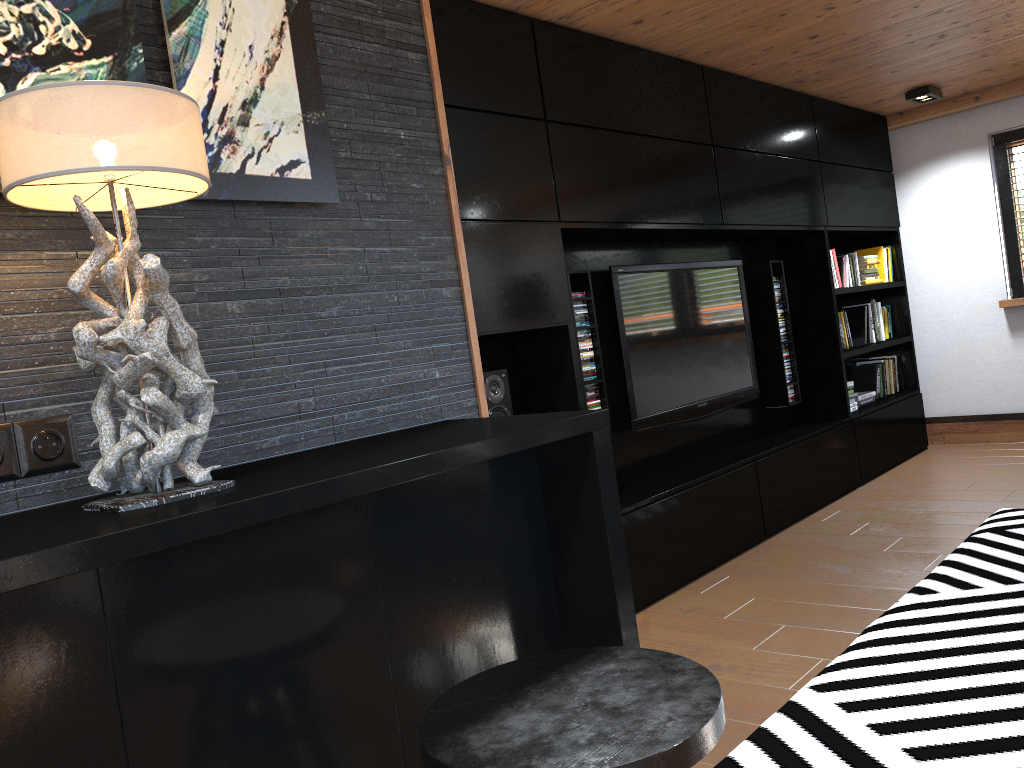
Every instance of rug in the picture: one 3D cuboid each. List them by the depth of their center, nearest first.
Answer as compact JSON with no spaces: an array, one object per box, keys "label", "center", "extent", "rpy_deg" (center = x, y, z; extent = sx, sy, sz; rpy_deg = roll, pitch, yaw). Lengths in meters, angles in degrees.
[{"label":"rug","center":[2.058,0.734,2.784],"extent":[1.640,0.020,2.938],"rpy_deg":[-6,3,42]}]

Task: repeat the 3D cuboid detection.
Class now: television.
[{"label":"television","center":[0.915,-0.219,4.556],"extent":[0.050,0.813,1.269],"rpy_deg":[-7,3,43]}]

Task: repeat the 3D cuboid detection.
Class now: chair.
[{"label":"chair","center":[0.119,0.738,1.075],"extent":[0.388,0.721,0.398],"rpy_deg":[-6,3,42]}]

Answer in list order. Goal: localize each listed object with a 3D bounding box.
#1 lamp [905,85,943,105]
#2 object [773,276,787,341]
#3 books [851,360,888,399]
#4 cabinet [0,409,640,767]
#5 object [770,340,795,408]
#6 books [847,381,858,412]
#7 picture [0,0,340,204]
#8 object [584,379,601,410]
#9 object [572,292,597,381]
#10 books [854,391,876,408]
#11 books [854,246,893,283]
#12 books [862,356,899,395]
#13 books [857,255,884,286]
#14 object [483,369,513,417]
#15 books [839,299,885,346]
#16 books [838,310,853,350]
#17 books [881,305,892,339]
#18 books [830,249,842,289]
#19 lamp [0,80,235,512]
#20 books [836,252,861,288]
[{"label":"lamp","center":[2.621,-1.845,5.641],"extent":[0.153,0.068,0.264],"rpy_deg":[-6,3,42]},{"label":"object","center":[1.504,-0.433,5.201],"extent":[0.123,0.379,0.127],"rpy_deg":[-6,2,42]},{"label":"books","center":[2.502,-0.026,6.213],"extent":[0.204,0.255,0.248],"rpy_deg":[-6,3,41]},{"label":"cabinet","center":[-0.459,0.662,1.118],"extent":[0.424,1.009,1.647],"rpy_deg":[-6,3,42]},{"label":"object","center":[1.557,-0.058,5.213],"extent":[0.123,0.379,0.127],"rpy_deg":[-6,2,42]},{"label":"books","center":[2.042,0.097,5.668],"extent":[0.306,0.188,0.255],"rpy_deg":[-10,3,-41]},{"label":"picture","center":[-0.677,-0.572,1.302],"extent":[0.010,0.593,0.938],"rpy_deg":[-7,3,42]},{"label":"object","center":[0.306,0.178,3.816],"extent":[0.123,0.379,0.127],"rpy_deg":[-6,2,42]},{"label":"object","center":[0.252,-0.197,3.804],"extent":[0.123,0.379,0.127],"rpy_deg":[-6,2,42]},{"label":"books","center":[2.283,0.109,5.942],"extent":[0.269,0.073,0.207],"rpy_deg":[-10,3,-44]},{"label":"books","center":[2.586,-0.838,6.321],"extent":[0.210,0.261,0.213],"rpy_deg":[-6,3,42]},{"label":"books","center":[2.641,-0.056,6.370],"extent":[0.210,0.261,0.255],"rpy_deg":[-6,3,42]},{"label":"books","center":[2.398,-0.774,6.143],"extent":[0.257,0.197,0.299],"rpy_deg":[-6,3,45]},{"label":"object","center":[-0.144,0.096,3.240],"extent":[0.262,0.266,0.158],"rpy_deg":[-6,3,42]},{"label":"books","center":[2.371,-0.418,6.080],"extent":[0.219,0.296,0.349],"rpy_deg":[-6,3,42]},{"label":"books","center":[2.070,-0.350,5.762],"extent":[0.207,0.270,0.240],"rpy_deg":[-6,3,42]},{"label":"books","center":[2.584,-0.427,6.333],"extent":[0.186,0.238,0.293],"rpy_deg":[-6,3,41]},{"label":"books","center":[1.905,-0.714,5.555],"extent":[0.205,0.270,0.243],"rpy_deg":[-6,3,42]},{"label":"lamp","center":[-0.504,-0.103,1.167],"extent":[0.251,0.516,0.244],"rpy_deg":[-10,3,-44]},{"label":"books","center":[2.180,-0.749,5.949],"extent":[0.180,0.232,0.288],"rpy_deg":[-6,3,45]}]
